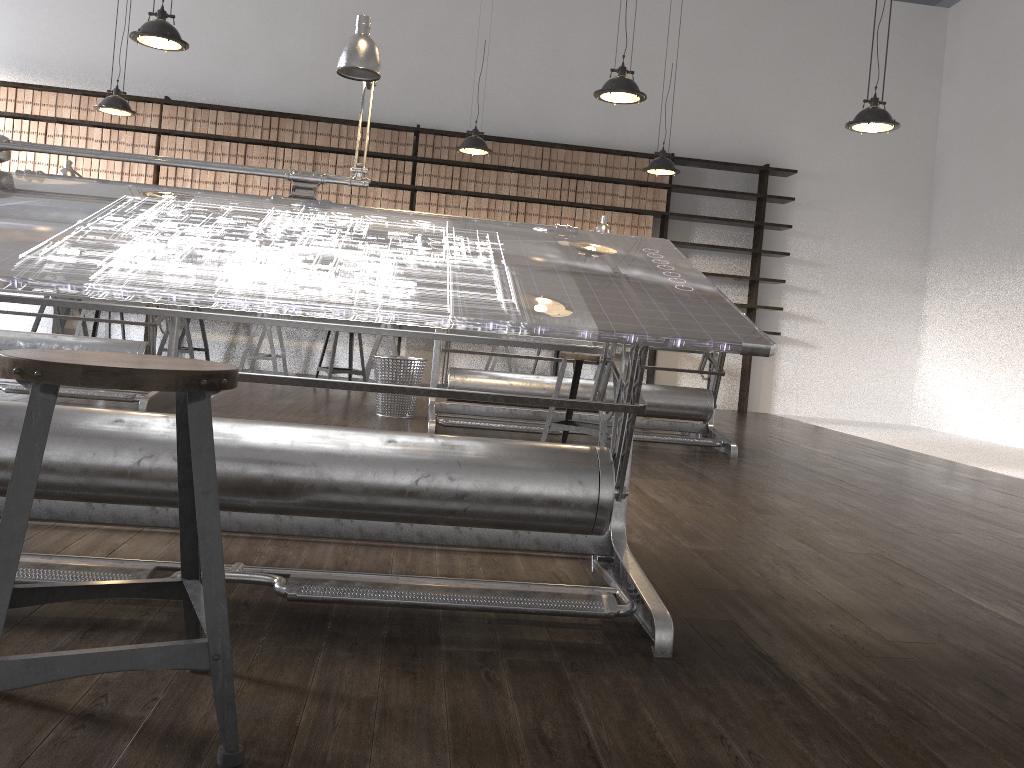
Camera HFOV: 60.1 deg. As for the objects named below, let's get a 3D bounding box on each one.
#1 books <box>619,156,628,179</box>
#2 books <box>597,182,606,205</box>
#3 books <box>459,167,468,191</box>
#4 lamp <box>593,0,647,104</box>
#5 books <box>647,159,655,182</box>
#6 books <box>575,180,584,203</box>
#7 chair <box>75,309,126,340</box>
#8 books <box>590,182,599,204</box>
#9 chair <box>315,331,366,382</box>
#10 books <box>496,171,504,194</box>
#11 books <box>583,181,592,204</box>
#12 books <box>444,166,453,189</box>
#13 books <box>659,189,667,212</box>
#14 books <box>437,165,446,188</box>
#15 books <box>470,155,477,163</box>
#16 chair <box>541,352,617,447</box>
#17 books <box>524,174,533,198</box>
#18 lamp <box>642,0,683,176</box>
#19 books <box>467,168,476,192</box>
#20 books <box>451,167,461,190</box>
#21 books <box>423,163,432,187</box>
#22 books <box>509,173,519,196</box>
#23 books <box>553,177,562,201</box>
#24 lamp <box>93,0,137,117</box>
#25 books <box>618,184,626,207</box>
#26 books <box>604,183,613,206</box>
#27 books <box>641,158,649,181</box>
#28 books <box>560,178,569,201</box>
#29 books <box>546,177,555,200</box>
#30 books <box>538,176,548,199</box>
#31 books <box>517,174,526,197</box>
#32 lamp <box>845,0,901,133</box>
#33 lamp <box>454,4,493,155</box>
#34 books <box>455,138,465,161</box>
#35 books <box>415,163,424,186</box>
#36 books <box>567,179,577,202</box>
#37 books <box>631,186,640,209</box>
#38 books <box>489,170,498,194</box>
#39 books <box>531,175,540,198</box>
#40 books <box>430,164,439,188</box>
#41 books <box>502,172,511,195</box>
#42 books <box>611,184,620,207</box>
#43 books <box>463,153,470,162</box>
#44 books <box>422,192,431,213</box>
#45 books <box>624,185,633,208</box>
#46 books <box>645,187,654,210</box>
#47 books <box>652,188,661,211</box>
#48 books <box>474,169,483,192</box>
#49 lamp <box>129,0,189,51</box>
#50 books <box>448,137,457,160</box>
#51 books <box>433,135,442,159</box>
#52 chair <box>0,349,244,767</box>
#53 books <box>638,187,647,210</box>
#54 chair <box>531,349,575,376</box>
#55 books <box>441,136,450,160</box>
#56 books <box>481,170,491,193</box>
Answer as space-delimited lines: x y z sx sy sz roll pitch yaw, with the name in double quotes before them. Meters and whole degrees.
"books" 1.077 -2.102 8.670 0.066 0.225 0.175 5 2 -6
"books" 0.860 -1.842 8.655 0.066 0.225 0.175 5 2 -6
"books" -0.465 -1.952 8.514 0.066 0.225 0.175 5 2 -6
"lamp" 0.731 -2.792 5.161 0.311 2.251 0.312 5 1 18
"books" 1.357 -2.079 8.702 0.066 0.225 0.175 5 2 -6
"books" 0.649 -1.860 8.633 0.066 0.225 0.175 5 2 -6
"chair" -3.391 -0.389 7.301 0.372 0.527 0.358 5 1 2
"books" 0.790 -1.848 8.647 0.066 0.225 0.175 5 2 -6
"chair" -1.429 -0.223 7.440 0.371 0.527 0.359 4 2 -33
"books" -0.121 -1.924 8.549 0.066 0.225 0.175 5 2 -6
"books" 0.720 -1.854 8.636 0.066 0.225 0.175 5 2 -6
"books" -0.613 -1.964 8.498 0.066 0.225 0.175 5 2 -6
"books" 1.464 -1.792 8.716 0.066 0.225 0.175 5 2 -6
"books" -0.678 -1.970 8.489 0.066 0.225 0.175 5 2 -6
"books" -0.369 -2.222 8.518 0.066 0.225 0.175 5 2 -6
"chair" 0.383 0.112 4.570 0.372 0.527 0.358 6 2 22
"books" 0.151 -1.901 8.580 0.066 0.225 0.175 5 2 -6
"lamp" 1.330 -2.868 7.294 0.311 2.251 0.312 5 1 18
"books" -0.394 -1.946 8.517 0.066 0.225 0.175 5 2 -6
"books" -0.539 -1.958 8.501 0.067 0.225 0.175 5 2 -6
"books" -0.812 -1.981 8.470 0.066 0.225 0.175 5 2 -6
"books" 0.013 -1.912 8.560 0.067 0.225 0.175 5 2 -6
"books" 0.427 -1.878 8.607 0.066 0.225 0.175 5 2 -6
"lamp" -2.968 -3.224 6.837 0.310 2.251 0.313 5 1 -27
"books" 1.056 -1.826 8.673 0.066 0.225 0.175 5 2 -6
"books" 0.927 -1.836 8.656 0.067 0.225 0.175 5 2 -6
"books" 1.283 -2.085 8.693 0.066 0.225 0.175 5 2 -6
"books" 0.502 -1.872 8.617 0.066 0.225 0.175 5 2 -6
"books" 0.364 -1.883 8.596 0.067 0.225 0.175 5 2 -6
"books" 0.293 -1.889 8.588 0.066 0.225 0.175 5 2 -6
"books" 0.082 -1.907 8.571 0.066 0.225 0.175 5 2 -6
"lamp" 2.270 -2.665 5.325 0.310 2.251 0.313 5 1 -27
"lamp" -0.209 -2.995 7.130 0.311 2.251 0.312 5 1 18
"books" -0.502 -2.233 8.505 0.066 0.225 0.175 5 2 -6
"books" -0.884 -1.987 8.466 0.066 0.225 0.175 5 2 -6
"books" 0.576 -1.866 8.619 0.067 0.225 0.175 5 2 -6
"books" 1.197 -1.815 8.690 0.066 0.225 0.175 5 2 -6
"books" -0.187 -1.929 8.537 0.067 0.225 0.175 5 2 -6
"books" 0.221 -1.895 8.584 0.066 0.225 0.175 5 2 -6
"books" -0.740 -1.975 8.478 0.067 0.225 0.175 5 2 -6
"books" -0.059 -1.918 8.554 0.066 0.225 0.175 5 2 -6
"books" 0.993 -1.831 8.668 0.066 0.225 0.175 5 2 -6
"books" -0.435 -2.227 8.506 0.067 0.225 0.175 5 2 -6
"books" -0.823 -1.712 8.474 0.067 0.225 0.175 5 2 -6
"books" 1.128 -1.820 8.678 0.067 0.225 0.175 5 2 -6
"books" 1.336 -1.803 8.699 0.067 0.225 0.175 5 2 -6
"books" 1.401 -1.798 8.711 0.066 0.225 0.175 5 2 -6
"books" -0.325 -1.941 8.529 0.066 0.225 0.175 5 2 -6
"lamp" -1.849 -3.006 4.887 0.311 2.251 0.312 5 1 14
"books" -0.572 -2.239 8.497 0.066 0.225 0.175 5 2 -6
"books" -0.713 -2.251 8.483 0.066 0.225 0.175 5 2 -6
"chair" -0.571 0.228 1.252 0.358 0.527 0.373 4 2 -28
"books" 1.266 -1.809 8.699 0.066 0.225 0.175 5 2 -6
"chair" 0.363 -0.076 7.658 0.358 0.527 0.373 4 2 -38
"books" -0.642 -2.245 8.486 0.066 0.225 0.175 5 2 -6
"books" -0.254 -1.935 8.536 0.066 0.225 0.175 5 2 -6
